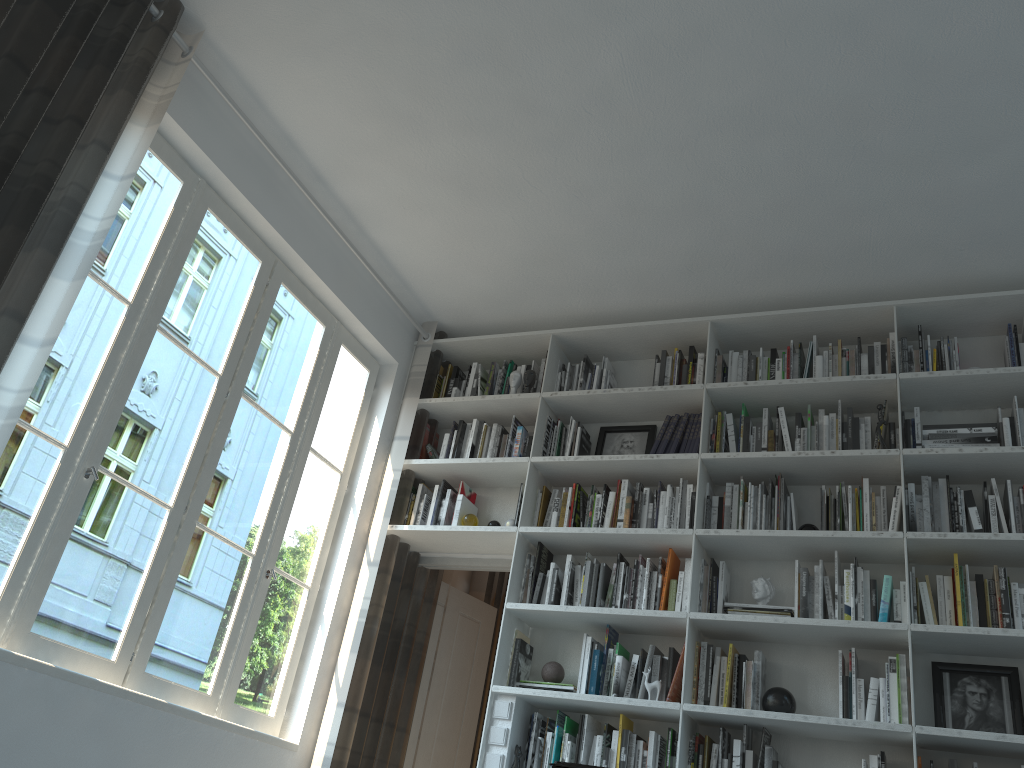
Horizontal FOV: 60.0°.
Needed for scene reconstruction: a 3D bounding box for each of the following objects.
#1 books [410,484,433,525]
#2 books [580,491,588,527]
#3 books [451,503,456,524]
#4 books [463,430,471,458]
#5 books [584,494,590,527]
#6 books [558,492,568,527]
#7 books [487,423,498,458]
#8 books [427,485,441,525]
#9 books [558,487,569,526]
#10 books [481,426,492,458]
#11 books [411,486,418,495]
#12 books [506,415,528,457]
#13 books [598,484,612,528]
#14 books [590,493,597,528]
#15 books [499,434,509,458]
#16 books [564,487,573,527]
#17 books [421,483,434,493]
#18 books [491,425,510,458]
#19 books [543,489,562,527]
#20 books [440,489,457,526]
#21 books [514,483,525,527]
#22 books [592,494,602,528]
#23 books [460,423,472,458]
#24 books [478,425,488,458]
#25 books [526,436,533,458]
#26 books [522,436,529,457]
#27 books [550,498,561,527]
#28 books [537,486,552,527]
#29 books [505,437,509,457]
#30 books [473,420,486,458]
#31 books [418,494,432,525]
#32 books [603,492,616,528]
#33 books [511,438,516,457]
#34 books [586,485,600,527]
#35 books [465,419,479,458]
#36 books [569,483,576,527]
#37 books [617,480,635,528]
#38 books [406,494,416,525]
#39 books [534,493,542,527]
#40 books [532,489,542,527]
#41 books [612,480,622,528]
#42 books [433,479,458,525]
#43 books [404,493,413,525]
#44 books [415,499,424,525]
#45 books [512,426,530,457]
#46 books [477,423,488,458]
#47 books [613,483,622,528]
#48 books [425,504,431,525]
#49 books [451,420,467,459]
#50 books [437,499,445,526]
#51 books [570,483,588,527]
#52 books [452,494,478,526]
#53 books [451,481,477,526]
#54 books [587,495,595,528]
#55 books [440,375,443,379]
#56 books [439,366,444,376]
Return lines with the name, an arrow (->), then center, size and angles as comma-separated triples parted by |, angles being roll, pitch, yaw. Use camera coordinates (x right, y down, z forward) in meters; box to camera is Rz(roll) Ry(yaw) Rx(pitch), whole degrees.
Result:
books -> -0.474, 0.694, 4.707 | 0.023, 0.280, 0.171 | -3, -31, 24
books -> 0.360, 0.664, 4.333 | 0.047, 0.248, 0.134 | -3, -31, 24
books -> -0.273, 0.732, 4.614 | 0.029, 0.190, 0.135 | -3, -31, 24
books -> -0.211, 0.390, 4.788 | 0.024, 0.238, 0.156 | -3, -31, 24
books -> 0.387, 0.673, 4.320 | 0.012, 0.229, 0.150 | -3, -31, 24
books -> 0.280, 0.672, 4.355 | 0.030, 0.228, 0.173 | -3, -31, 24
books -> -0.079, 0.364, 4.718 | 0.025, 0.259, 0.167 | -3, -31, 24
books -> -0.388, 0.693, 4.676 | 0.022, 0.280, 0.157 | -3, -31, 24
books -> 0.266, 0.661, 4.375 | 0.010, 0.261, 0.151 | -3, -31, 24
books -> -0.110, 0.374, 4.730 | 0.021, 0.243, 0.174 | -3, -31, 24
books -> -0.530, 0.695, 4.719 | 0.011, 0.271, 0.189 | -3, -31, 24
books -> 0.022, 0.341, 4.686 | 0.012, 0.302, 0.190 | -3, -31, 24
books -> 0.461, 0.645, 4.288 | 0.014, 0.271, 0.181 | -3, -31, 24
books -> 0.418, 0.667, 4.296 | 0.011, 0.228, 0.171 | -3, -31, 24
books -> -0.024, 0.391, 4.697 | 0.028, 0.211, 0.139 | -3, -31, 24
books -> 0.301, 0.660, 4.350 | 0.014, 0.251, 0.188 | -3, -31, 24
books -> -0.480, 0.697, 4.737 | 0.013, 0.301, 0.136 | -3, -31, 24
books -> -0.054, 0.367, 4.704 | 0.030, 0.249, 0.166 | -3, -31, 24
books -> 0.211, 0.671, 4.406 | 0.062, 0.257, 0.153 | -3, -31, 24
books -> -0.308, 0.694, 4.603 | 0.021, 0.235, 0.189 | -3, -31, 24
books -> 0.058, 0.662, 4.472 | 0.012, 0.283, 0.160 | -3, -31, 24
books -> 0.434, 0.667, 4.280 | 0.031, 0.216, 0.174 | -3, -31, 24
books -> -0.230, 0.371, 4.810 | 0.028, 0.286, 0.133 | -3, -31, 24
books -> -0.125, 0.373, 4.737 | 0.012, 0.247, 0.193 | -3, -31, 24
books -> 0.114, 0.389, 4.620 | 0.026, 0.187, 0.155 | -3, -31, 24
books -> 0.095, 0.394, 4.645 | 0.029, 0.195, 0.147 | -3, -31, 24
books -> 0.237, 0.683, 4.354 | 0.026, 0.194, 0.176 | -3, -31, 24
books -> 0.172, 0.662, 4.409 | 0.012, 0.262, 0.181 | -3, -31, 24
books -> 0.004, 0.400, 4.688 | 0.029, 0.196, 0.144 | -3, -31, 24
books -> -0.153, 0.361, 4.770 | 0.037, 0.290, 0.156 | -3, -31, 24
books -> -0.438, 0.718, 4.674 | 0.010, 0.219, 0.182 | -3, -31, 24
books -> 0.487, 0.660, 4.270 | 0.047, 0.237, 0.163 | -3, -31, 24
books -> 0.037, 0.400, 4.661 | 0.031, 0.181, 0.152 | -3, -31, 24
books -> 0.401, 0.650, 4.323 | 0.012, 0.276, 0.151 | -3, -31, 24
books -> -0.187, 0.355, 4.765 | 0.021, 0.284, 0.180 | -3, -31, 24
books -> 0.320, 0.649, 4.353 | 0.020, 0.279, 0.165 | -3, -31, 24
books -> 0.552, 0.625, 4.234 | 0.030, 0.284, 0.186 | -3, -31, 24
books -> -0.507, 0.721, 4.706 | 0.013, 0.221, 0.163 | -3, -31, 24
books -> 0.157, 0.681, 4.416 | 0.022, 0.231, 0.152 | -3, -31, 24
books -> 0.147, 0.677, 4.434 | 0.012, 0.253, 0.161 | -3, -31, 24
books -> 0.522, 0.631, 4.276 | 0.014, 0.302, 0.152 | -3, -31, 24
books -> -0.348, 0.672, 4.642 | 0.013, 0.295, 0.188 | -3, -31, 24
books -> -0.519, 0.719, 4.712 | 0.013, 0.227, 0.180 | -3, -31, 24
books -> -0.454, 0.733, 4.683 | 0.029, 0.196, 0.161 | -3, -31, 24
books -> 0.060, 0.367, 4.642 | 0.029, 0.228, 0.192 | -3, -31, 24
books -> -0.135, 0.365, 4.747 | 0.013, 0.267, 0.163 | -3, -31, 24
books -> 0.529, 0.635, 4.246 | 0.023, 0.270, 0.188 | -3, -31, 24
books -> -0.413, 0.744, 4.678 | 0.029, 0.184, 0.135 | -3, -31, 24
books -> -0.262, 0.363, 4.802 | 0.023, 0.281, 0.187 | -3, -31, 24
books -> -0.334, 0.723, 4.621 | 0.024, 0.192, 0.181 | -3, -31, 24
books -> 0.330, 0.645, 4.338 | 0.011, 0.276, 0.165 | -3, -31, 24
books -> -0.246, 0.705, 4.575 | 0.029, 0.210, 0.188 | -3, -31, 24
books -> -0.252, 0.675, 4.615 | 0.013, 0.297, 0.180 | -3, -31, 24
books -> 0.403, 0.669, 4.294 | 0.014, 0.217, 0.165 | -3, -31, 24
books -> -0.405, 0.089, 5.079 | 0.011, 0.240, 0.151 | -3, -31, 24
books -> -0.415, 0.055, 5.089 | 0.012, 0.306, 0.181 | -3, -31, 24
